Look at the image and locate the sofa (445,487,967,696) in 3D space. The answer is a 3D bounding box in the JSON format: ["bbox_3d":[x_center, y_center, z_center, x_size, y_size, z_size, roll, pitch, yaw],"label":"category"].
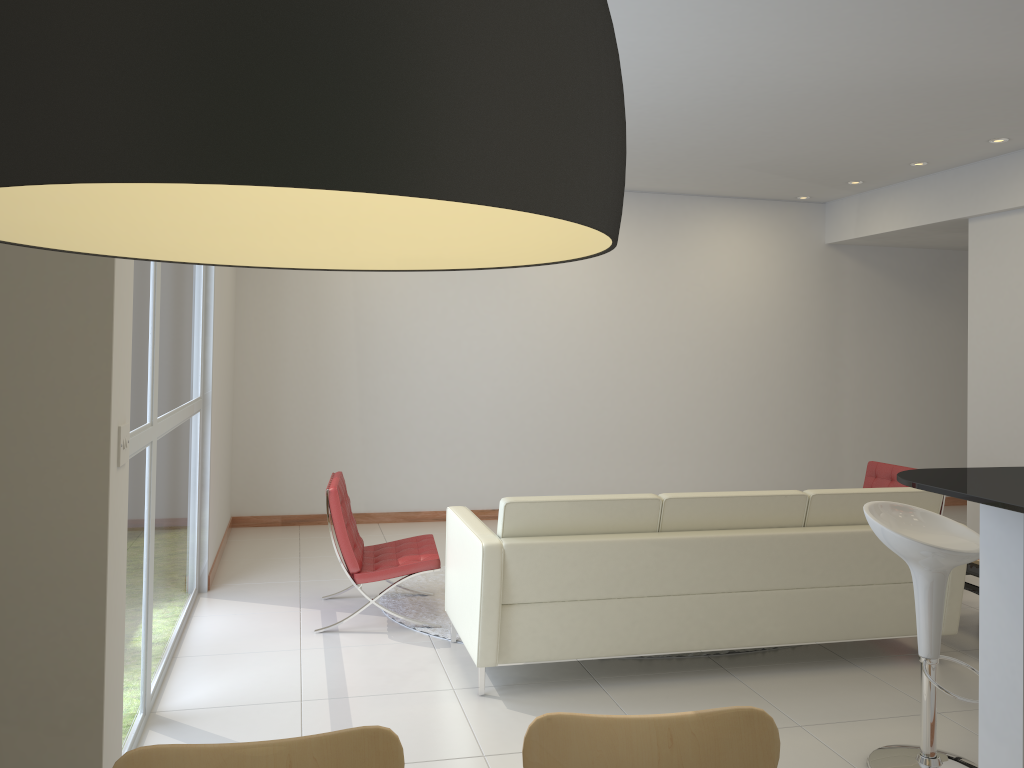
[{"bbox_3d":[0.991,0.977,4.734,2.564,0.923,1.001,0,1,-14],"label":"sofa"}]

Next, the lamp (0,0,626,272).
[{"bbox_3d":[-0.185,-0.875,0.816,0.594,1.495,0.594,1,-1,-12],"label":"lamp"}]

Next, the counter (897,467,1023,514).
[{"bbox_3d":[2.724,0.332,3.068,2.963,0.019,0.736,0,2,-14],"label":"counter"}]

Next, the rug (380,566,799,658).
[{"bbox_3d":[0.799,1.391,5.890,3.326,0.004,2.444,0,2,-12],"label":"rug"}]

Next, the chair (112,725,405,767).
[{"bbox_3d":[-0.418,1.104,1.408,0.521,0.908,0.515,1,0,-14],"label":"chair"}]

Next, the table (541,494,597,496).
[{"bbox_3d":[0.623,1.157,6.674,1.320,0.404,1.538,0,2,-15],"label":"table"}]

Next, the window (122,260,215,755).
[{"bbox_3d":[-1.625,0.070,4.149,0.121,2.716,3.434,1,1,-14],"label":"window"}]

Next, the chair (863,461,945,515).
[{"bbox_3d":[2.560,1.000,6.270,0.706,0.817,0.700,1,0,-19],"label":"chair"}]

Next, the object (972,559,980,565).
[{"bbox_3d":[2.836,1.024,5.162,0.360,0.021,0.360,0,2,-14],"label":"object"}]

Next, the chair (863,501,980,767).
[{"bbox_3d":[1.599,0.998,3.412,0.457,1.022,0.464,1,-1,-28],"label":"chair"}]

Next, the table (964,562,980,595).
[{"bbox_3d":[2.835,1.246,5.122,0.700,0.422,0.917,1,2,-14],"label":"table"}]

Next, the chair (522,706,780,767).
[{"bbox_3d":[0.285,1.110,1.550,0.521,0.908,0.515,1,0,-6],"label":"chair"}]

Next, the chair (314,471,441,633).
[{"bbox_3d":[-0.805,0.982,5.373,0.706,0.817,0.700,1,0,-8],"label":"chair"}]

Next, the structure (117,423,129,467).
[{"bbox_3d":[-1.022,0.159,2.332,0.013,0.104,0.114,1,1,-14],"label":"structure"}]
